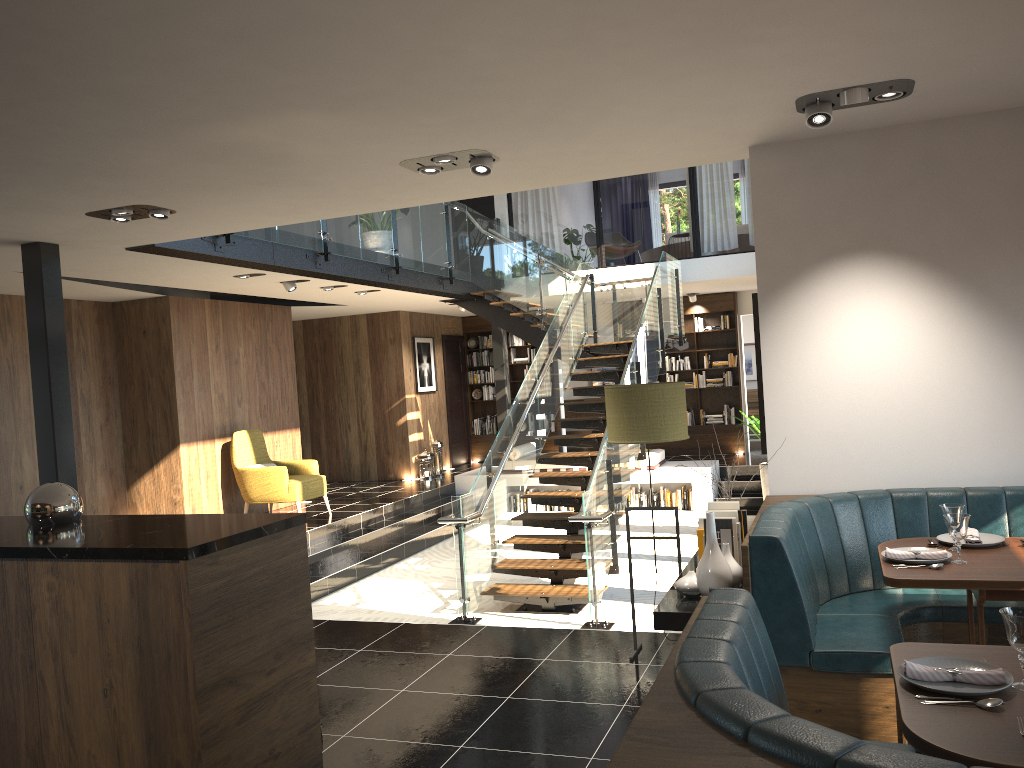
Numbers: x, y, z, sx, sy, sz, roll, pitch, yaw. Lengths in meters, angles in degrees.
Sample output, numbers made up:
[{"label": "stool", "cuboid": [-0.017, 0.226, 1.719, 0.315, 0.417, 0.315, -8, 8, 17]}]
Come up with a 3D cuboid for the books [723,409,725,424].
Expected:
[{"label": "books", "cuboid": [3.563, 0.549, 14.843, 0.026, 0.247, 0.149, -3, 1, 20]}]

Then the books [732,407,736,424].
[{"label": "books", "cuboid": [3.700, 0.527, 14.787, 0.025, 0.274, 0.204, -3, 1, 20]}]

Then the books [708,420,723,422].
[{"label": "books", "cuboid": [3.422, 0.613, 14.922, 0.250, 0.026, 0.148, -4, 1, 17]}]

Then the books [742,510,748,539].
[{"label": "books", "cuboid": [1.143, 0.786, 4.594, 0.156, 0.263, 0.026, -3, 1, 20]}]

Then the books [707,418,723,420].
[{"label": "books", "cuboid": [3.416, 0.589, 14.909, 0.263, 0.024, 0.167, -4, 0, 15]}]

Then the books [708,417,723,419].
[{"label": "books", "cuboid": [3.418, 0.564, 14.919, 0.251, 0.026, 0.148, -4, 1, 16]}]

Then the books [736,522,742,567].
[{"label": "books", "cuboid": [1.014, 0.801, 4.305, 0.194, 0.255, 0.034, -3, 1, 20]}]

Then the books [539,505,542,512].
[{"label": "books", "cuboid": [0.432, 1.739, 13.082, 0.021, 0.271, 0.148, -3, 1, 20]}]

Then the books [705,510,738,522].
[{"label": "books", "cuboid": [1.036, 0.773, 4.355, 0.155, 0.306, 0.032, -3, 1, 20]}]

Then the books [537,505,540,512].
[{"label": "books", "cuboid": [0.405, 1.756, 13.078, 0.029, 0.240, 0.165, -3, 1, 20]}]

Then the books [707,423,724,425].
[{"label": "books", "cuboid": [3.425, 0.669, 14.921, 0.273, 0.025, 0.156, -4, 1, 18]}]

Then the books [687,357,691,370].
[{"label": "books", "cuboid": [3.006, -0.353, 15.043, 0.046, 0.219, 0.145, -3, 1, 20]}]

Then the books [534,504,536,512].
[{"label": "books", "cuboid": [0.356, 1.738, 13.088, 0.025, 0.283, 0.149, -3, 1, 20]}]

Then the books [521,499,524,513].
[{"label": "books", "cuboid": [0.172, 1.764, 13.133, 0.027, 0.254, 0.204, -3, 1, 20]}]

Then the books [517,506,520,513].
[{"label": "books", "cuboid": [0.118, 1.758, 13.162, 0.035, 0.273, 0.200, -3, 1, 20]}]

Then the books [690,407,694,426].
[{"label": "books", "cuboid": [3.056, 0.551, 15.054, 0.022, 0.307, 0.131, -3, 1, 20]}]

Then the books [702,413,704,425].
[{"label": "books", "cuboid": [3.236, 0.594, 14.969, 0.025, 0.199, 0.149, -3, 1, 20]}]

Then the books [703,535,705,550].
[{"label": "books", "cuboid": [0.966, 0.819, 4.147, 0.129, 0.227, 0.026, -3, 1, 20]}]

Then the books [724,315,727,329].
[{"label": "books", "cuboid": [3.568, -1.025, 14.776, 0.036, 0.228, 0.198, -3, 1, 20]}]

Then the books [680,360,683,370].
[{"label": "books", "cuboid": [2.893, -0.325, 15.064, 0.027, 0.179, 0.164, -3, 1, 20]}]

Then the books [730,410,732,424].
[{"label": "books", "cuboid": [3.664, 0.549, 14.818, 0.022, 0.234, 0.178, -3, 1, 20]}]

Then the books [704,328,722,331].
[{"label": "books", "cuboid": [3.381, -0.911, 14.893, 0.285, 0.025, 0.176, -4, 1, 21]}]

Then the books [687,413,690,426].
[{"label": "books", "cuboid": [3.009, 0.597, 15.063, 0.026, 0.221, 0.145, -3, 1, 20]}]

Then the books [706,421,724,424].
[{"label": "books", "cuboid": [3.420, 0.641, 14.912, 0.286, 0.030, 0.176, -4, 1, 19]}]

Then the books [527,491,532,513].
[{"label": "books", "cuboid": [0.277, 1.730, 13.095, 0.028, 0.309, 0.211, -3, 1, 20]}]

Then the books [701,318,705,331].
[{"label": "books", "cuboid": [3.217, -0.995, 14.934, 0.026, 0.213, 0.195, -3, 1, 20]}]

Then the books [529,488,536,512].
[{"label": "books", "cuboid": [0.318, 1.712, 13.101, 0.051, 0.338, 0.187, -3, 1, 20]}]

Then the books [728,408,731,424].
[{"label": "books", "cuboid": [3.642, 0.534, 14.828, 0.023, 0.267, 0.147, -3, 1, 20]}]

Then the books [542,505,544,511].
[{"label": "books", "cuboid": [0.458, 1.725, 13.096, 0.020, 0.295, 0.102, -3, 1, 20]}]

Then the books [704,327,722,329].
[{"label": "books", "cuboid": [3.377, -0.936, 14.885, 0.288, 0.025, 0.175, -4, 0, 16]}]

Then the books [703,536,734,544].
[{"label": "books", "cuboid": [0.975, 0.821, 4.172, 0.145, 0.221, 0.026, -3, 1, 20]}]

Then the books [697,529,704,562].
[{"label": "books", "cuboid": [0.965, 0.807, 4.203, 0.162, 0.250, 0.028, -3, 1, 20]}]

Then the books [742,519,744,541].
[{"label": "books", "cuboid": [1.106, 0.783, 4.512, 0.150, 0.274, 0.025, -3, 1, 20]}]

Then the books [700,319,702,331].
[{"label": "books", "cuboid": [3.202, -0.996, 14.964, 0.025, 0.217, 0.159, -3, 1, 20]}]

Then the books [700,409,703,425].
[{"label": "books", "cuboid": [3.215, 0.563, 14.989, 0.024, 0.264, 0.174, -3, 1, 20]}]

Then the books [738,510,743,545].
[{"label": "books", "cuboid": [1.061, 0.775, 4.406, 0.169, 0.298, 0.032, -3, 1, 20]}]

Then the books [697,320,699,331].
[{"label": "books", "cuboid": [3.150, -0.979, 14.963, 0.030, 0.189, 0.152, -3, 1, 20]}]

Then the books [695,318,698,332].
[{"label": "books", "cuboid": [3.124, -0.998, 14.985, 0.030, 0.231, 0.177, -3, 1, 20]}]

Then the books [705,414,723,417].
[{"label": "books", "cuboid": [3.411, 0.536, 14.905, 0.288, 0.030, 0.175, -4, 1, 24]}]

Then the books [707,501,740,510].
[{"label": "books", "cuboid": [1.099, 0.764, 4.578, 0.160, 0.312, 0.035, -3, 1, 20]}]

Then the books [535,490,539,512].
[{"label": "books", "cuboid": [0.380, 1.721, 13.088, 0.021, 0.313, 0.139, -3, 1, 20]}]

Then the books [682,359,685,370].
[{"label": "books", "cuboid": [2.920, -0.331, 15.065, 0.024, 0.187, 0.148, -3, 1, 20]}]

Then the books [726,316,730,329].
[{"label": "books", "cuboid": [3.604, -1.026, 14.782, 0.028, 0.227, 0.165, -3, 1, 20]}]

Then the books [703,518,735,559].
[{"label": "books", "cuboid": [0.964, 0.779, 4.121, 0.131, 0.307, 0.022, -3, 1, 20]}]

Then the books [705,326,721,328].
[{"label": "books", "cuboid": [3.383, -0.959, 14.907, 0.246, 0.021, 0.148, -4, 1, 20]}]

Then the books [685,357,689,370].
[{"label": "books", "cuboid": [2.972, -0.351, 15.053, 0.024, 0.220, 0.148, -3, 1, 20]}]

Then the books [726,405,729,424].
[{"label": "books", "cuboid": [3.614, 0.514, 14.827, 0.027, 0.311, 0.148, -3, 1, 20]}]

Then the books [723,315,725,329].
[{"label": "books", "cuboid": [3.554, -1.029, 14.824, 0.023, 0.238, 0.178, -3, 1, 20]}]

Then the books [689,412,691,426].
[{"label": "books", "cuboid": [3.032, 0.593, 15.054, 0.026, 0.227, 0.129, -3, 1, 20]}]

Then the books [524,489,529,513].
[{"label": "books", "cuboid": [0.223, 1.727, 13.117, 0.030, 0.322, 0.202, -3, 1, 20]}]

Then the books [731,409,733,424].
[{"label": "books", "cuboid": [3.681, 0.538, 14.802, 0.023, 0.254, 0.191, -3, 1, 20]}]

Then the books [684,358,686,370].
[{"label": "books", "cuboid": [2.954, -0.344, 15.081, 0.030, 0.208, 0.119, -3, 1, 20]}]

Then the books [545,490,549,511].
[{"label": "books", "cuboid": [0.517, 1.726, 13.121, 0.025, 0.285, 0.137, -3, 1, 20]}]

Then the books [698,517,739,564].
[{"label": "books", "cuboid": [0.984, 0.784, 4.223, 0.177, 0.294, 0.025, -3, 1, 20]}]

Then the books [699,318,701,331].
[{"label": "books", "cuboid": [3.177, -1.002, 14.965, 0.021, 0.233, 0.147, -3, 1, 20]}]

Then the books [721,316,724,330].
[{"label": "books", "cuboid": [3.527, -1.024, 14.829, 0.030, 0.231, 0.176, -3, 1, 20]}]

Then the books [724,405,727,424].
[{"label": "books", "cuboid": [3.587, 0.508, 14.835, 0.030, 0.326, 0.194, -3, 1, 20]}]

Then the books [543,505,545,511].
[{"label": "books", "cuboid": [0.496, 1.747, 13.132, 0.026, 0.247, 0.149, -3, 1, 20]}]

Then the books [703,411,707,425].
[{"label": "books", "cuboid": [3.256, 0.573, 14.952, 0.026, 0.238, 0.159, -3, 1, 20]}]
